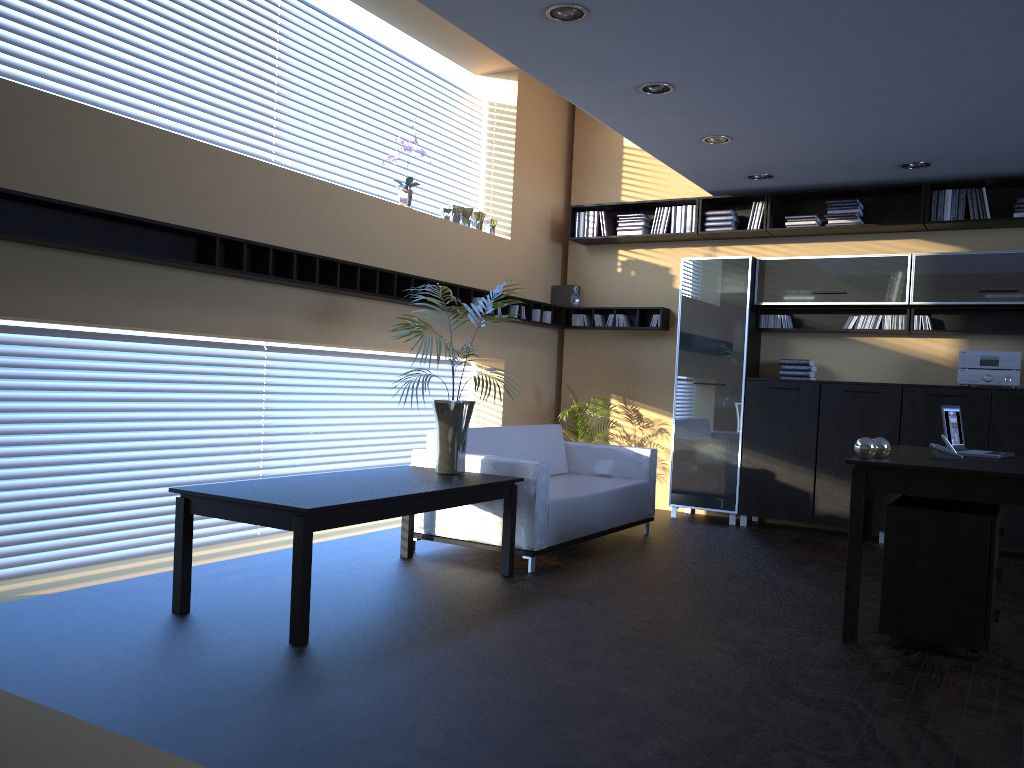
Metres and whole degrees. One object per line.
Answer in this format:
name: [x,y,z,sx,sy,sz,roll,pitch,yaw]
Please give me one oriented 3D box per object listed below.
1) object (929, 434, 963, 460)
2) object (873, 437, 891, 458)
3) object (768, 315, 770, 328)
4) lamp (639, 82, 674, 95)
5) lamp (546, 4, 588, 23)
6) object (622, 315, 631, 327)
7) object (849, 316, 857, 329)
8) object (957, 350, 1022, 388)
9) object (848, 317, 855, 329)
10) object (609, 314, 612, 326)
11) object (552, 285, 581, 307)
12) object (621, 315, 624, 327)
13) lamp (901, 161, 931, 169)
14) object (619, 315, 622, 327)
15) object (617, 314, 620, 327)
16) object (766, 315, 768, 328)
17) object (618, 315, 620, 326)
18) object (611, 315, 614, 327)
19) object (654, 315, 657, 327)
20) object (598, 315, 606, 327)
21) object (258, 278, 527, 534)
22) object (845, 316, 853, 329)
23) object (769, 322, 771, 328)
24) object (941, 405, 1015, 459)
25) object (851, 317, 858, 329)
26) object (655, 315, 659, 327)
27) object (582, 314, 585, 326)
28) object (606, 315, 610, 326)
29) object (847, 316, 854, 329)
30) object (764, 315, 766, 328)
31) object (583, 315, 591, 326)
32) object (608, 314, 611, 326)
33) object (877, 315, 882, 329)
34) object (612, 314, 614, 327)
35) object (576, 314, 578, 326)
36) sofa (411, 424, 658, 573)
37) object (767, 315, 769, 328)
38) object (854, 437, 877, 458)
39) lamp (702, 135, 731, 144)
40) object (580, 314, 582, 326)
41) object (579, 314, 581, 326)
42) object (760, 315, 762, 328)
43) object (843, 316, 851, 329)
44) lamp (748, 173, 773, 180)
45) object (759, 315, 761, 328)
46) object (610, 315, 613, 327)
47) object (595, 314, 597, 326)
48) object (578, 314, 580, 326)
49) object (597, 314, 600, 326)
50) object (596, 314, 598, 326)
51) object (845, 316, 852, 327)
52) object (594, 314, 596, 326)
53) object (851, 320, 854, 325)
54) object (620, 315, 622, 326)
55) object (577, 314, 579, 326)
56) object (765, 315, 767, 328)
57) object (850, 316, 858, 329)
object: [2.345,0.336,4.788,0.146,0.127,0.130,3,1,15]
object: [1.887,0.327,4.554,0.105,0.105,0.105,2,1,-41]
object: [2.361,-0.564,8.082,0.009,0.120,0.142,4,1,30]
lamp: [0.884,-1.848,5.418,0.209,0.096,0.208,3,0,0]
lamp: [0.274,-1.874,4.377,0.209,0.096,0.208,3,0,0]
object: [1.137,-0.623,8.803,0.040,0.118,0.142,4,1,30]
object: [2.983,-0.530,7.723,0.055,0.110,0.140,4,1,30]
object: [3.804,-0.115,7.061,0.430,0.282,0.363,3,1,30]
object: [2.972,-0.531,7.724,0.055,0.110,0.140,4,1,30]
object: [1.014,-0.630,8.875,0.030,0.120,0.142,4,1,30]
object: [0.562,-0.897,9.149,0.254,0.229,0.159,3,1,40]
object: [1.124,-0.625,8.811,0.030,0.120,0.142,4,1,30]
lamp: [3.142,-1.746,6.892,0.209,0.096,0.208,3,0,24]
object: [1.106,-0.626,8.821,0.030,0.120,0.142,4,1,30]
object: [1.079,-0.627,8.837,0.009,0.120,0.142,4,1,30]
object: [2.345,-0.565,8.093,0.006,0.118,0.140,4,1,30]
object: [1.097,-0.626,8.827,0.030,0.120,0.142,4,1,30]
object: [1.032,-0.629,8.865,0.030,0.120,0.142,4,1,30]
object: [1.425,-0.610,8.634,0.030,0.120,0.142,4,1,30]
object: [0.909,-0.634,8.937,0.040,0.118,0.142,4,1,30]
object: [-0.772,0.210,5.931,1.040,1.861,1.894,2,1,-40]
object: [2.956,-0.532,7.737,0.059,0.113,0.142,4,1,30]
object: [2.371,-0.564,8.079,0.009,0.120,0.142,4,1,31]
object: [2.716,0.274,5.165,0.322,0.283,0.390,3,1,40]
object: [2.994,-0.530,7.722,0.059,0.113,0.142,4,1,30]
object: [1.434,-0.609,8.629,0.030,0.120,0.142,4,1,30]
object: [0.749,-0.644,9.030,0.009,0.120,0.142,4,1,30]
object: [0.992,-0.630,8.888,0.040,0.118,0.142,4,1,30]
object: [2.965,-0.531,7.732,0.059,0.113,0.142,4,1,30]
object: [2.327,-0.566,8.103,0.009,0.120,0.142,4,1,31]
object: [0.770,-0.641,9.018,0.040,0.118,0.142,4,1,30]
object: [1.005,-0.631,8.880,0.030,0.120,0.142,4,1,30]
object: [3.165,-0.524,7.611,0.036,0.116,0.140,4,1,30]
object: [1.032,-0.629,8.865,0.030,0.124,0.142,4,1,30]
object: [0.696,-0.646,9.061,0.009,0.120,0.142,4,1,30]
sofa: [0.233,0.760,6.641,1.013,0.849,2.057,3,1,30]
object: [2.353,-0.564,8.089,0.009,0.120,0.142,4,1,30]
object: [1.789,0.322,4.486,0.105,0.105,0.105,2,1,-41]
lamp: [1.493,-1.823,6.459,0.209,0.096,0.208,3,0,12]
object: [0.732,-0.644,9.041,0.009,0.120,0.142,4,1,30]
object: [0.723,-0.645,9.046,0.009,0.120,0.142,4,1,30]
object: [2.300,-0.567,8.118,0.009,0.120,0.142,4,1,31]
object: [2.936,-0.533,7.743,0.059,0.113,0.142,4,1,30]
lamp: [2.103,-1.797,7.500,0.208,0.096,0.209,2,1,-42]
object: [2.293,-0.567,8.125,0.009,0.120,0.142,4,1,30]
object: [1.023,-0.630,8.870,0.030,0.120,0.142,4,1,30]
object: [0.878,-0.637,8.955,0.030,0.120,0.142,4,1,30]
object: [0.714,-0.645,9.051,0.009,0.120,0.142,4,1,30]
object: [0.896,-0.636,8.944,0.030,0.120,0.142,4,1,30]
object: [0.887,-0.636,8.950,0.030,0.120,0.142,4,1,30]
object: [2.950,-0.532,7.747,0.059,0.113,0.142,4,1,31]
object: [0.869,-0.637,8.960,0.030,0.120,0.142,4,1,30]
object: [2.983,-0.530,7.724,0.059,0.113,0.142,4,1,30]
object: [1.115,-0.625,8.816,0.030,0.120,0.142,4,1,30]
object: [0.705,-0.646,9.056,0.009,0.120,0.142,4,1,30]
object: [2.338,-0.565,8.103,0.009,0.120,0.142,4,1,30]
object: [2.990,-0.530,7.715,0.055,0.110,0.140,4,1,31]
